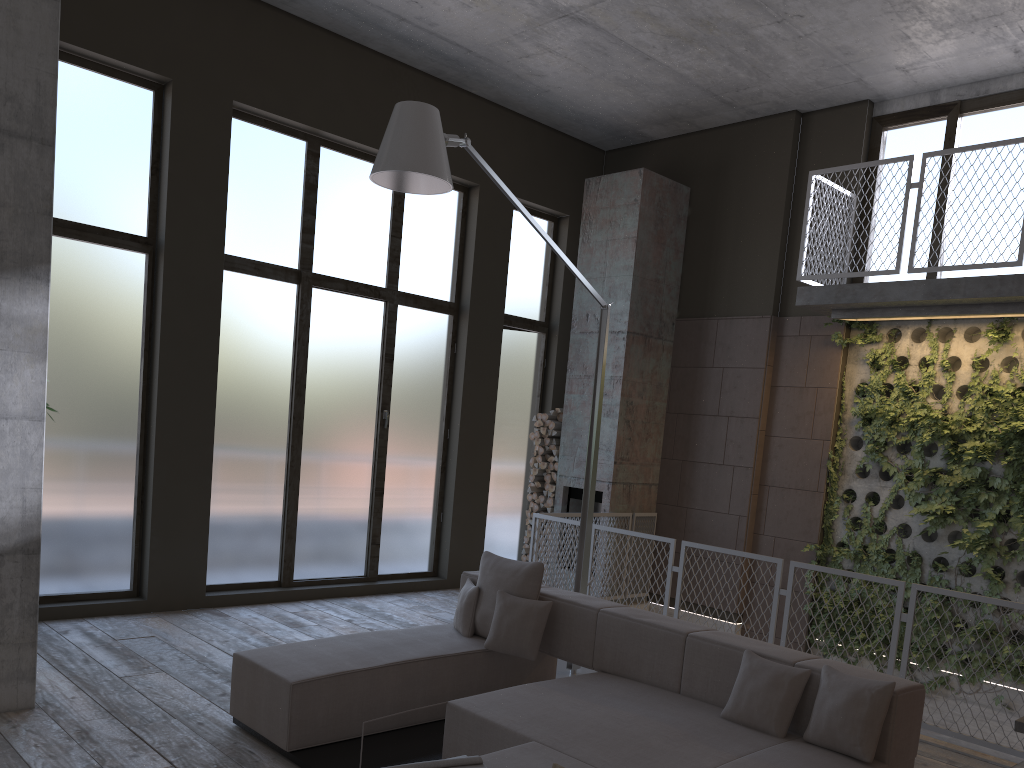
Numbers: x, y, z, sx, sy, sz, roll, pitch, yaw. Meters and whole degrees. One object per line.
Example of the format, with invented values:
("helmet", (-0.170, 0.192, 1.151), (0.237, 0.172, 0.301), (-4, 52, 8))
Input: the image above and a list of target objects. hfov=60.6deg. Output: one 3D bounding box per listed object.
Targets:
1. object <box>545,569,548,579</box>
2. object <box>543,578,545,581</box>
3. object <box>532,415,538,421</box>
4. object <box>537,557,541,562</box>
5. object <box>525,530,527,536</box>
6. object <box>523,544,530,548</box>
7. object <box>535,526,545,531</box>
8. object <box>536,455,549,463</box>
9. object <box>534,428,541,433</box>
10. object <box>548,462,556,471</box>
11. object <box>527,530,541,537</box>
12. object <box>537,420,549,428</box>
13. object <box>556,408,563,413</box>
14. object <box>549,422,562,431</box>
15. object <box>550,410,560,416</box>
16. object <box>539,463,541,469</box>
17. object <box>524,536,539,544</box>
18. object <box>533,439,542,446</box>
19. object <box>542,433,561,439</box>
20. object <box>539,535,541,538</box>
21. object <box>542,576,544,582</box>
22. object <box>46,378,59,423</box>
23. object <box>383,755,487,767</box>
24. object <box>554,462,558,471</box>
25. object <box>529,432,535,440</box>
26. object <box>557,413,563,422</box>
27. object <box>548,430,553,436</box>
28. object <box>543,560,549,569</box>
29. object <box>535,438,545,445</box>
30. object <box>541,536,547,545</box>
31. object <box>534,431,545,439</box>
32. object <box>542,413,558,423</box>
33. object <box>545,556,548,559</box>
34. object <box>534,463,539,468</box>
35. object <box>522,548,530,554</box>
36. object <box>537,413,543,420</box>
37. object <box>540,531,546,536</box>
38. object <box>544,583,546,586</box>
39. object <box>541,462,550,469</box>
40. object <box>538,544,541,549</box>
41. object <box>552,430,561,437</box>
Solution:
("object", (0.522, 2.165, 10.048), (0.365, 0.126, 0.063), (7, 2, -42))
("object", (0.518, 2.232, 10.110), (0.424, 0.073, 0.070), (8, -1, -44))
("object", (0.408, 0.409, 10.145), (0.425, 0.069, 0.067), (8, -1, -44))
("object", (0.429, 2.048, 10.172), (0.090, 0.090, 0.457), (6, -1, 45))
("object", (0.320, 1.747, 10.248), (0.424, 0.068, 0.066), (8, -1, -44))
("object", (0.295, 1.906, 10.314), (0.365, 0.068, 0.121), (8, -2, -44))
("object", (0.441, 1.669, 10.153), (0.437, 0.080, 0.114), (8, -2, -44))
("object", (0.464, 0.876, 10.163), (0.439, 0.094, 0.091), (8, -1, -44))
("object", (0.421, 0.553, 10.155), (0.065, 0.087, 0.427), (8, 0, 44))
("object", (0.601, 0.951, 10.036), (0.457, 0.090, 0.090), (8, -1, -44))
("object", (0.372, 1.738, 10.192), (0.481, 0.084, 0.092), (8, -1, -44))
("object", (0.469, 0.469, 10.067), (0.437, 0.080, 0.112), (8, -2, -44))
("object", (0.635, 0.314, 9.978), (0.334, 0.056, 0.087), (8, -2, -44))
("object", (0.601, 0.487, 9.951), (0.439, 0.094, 0.092), (8, -1, -44))
("object", (0.571, 0.348, 10.008), (0.064, 0.074, 0.361), (7, 0, 45))
("object", (0.478, 0.956, 10.140), (0.424, 0.068, 0.066), (8, -1, -44))
("object", (0.336, 1.820, 10.268), (0.457, 0.090, 0.090), (7, -1, -42))
("object", (0.413, 0.684, 10.145), (0.424, 0.068, 0.066), (8, -1, -44))
("object", (0.534, 0.606, 10.050), (0.437, 0.080, 0.114), (8, -2, -44))
("object", (0.440, 1.763, 10.167), (0.361, 0.075, 0.064), (7, 0, -42))
("object", (0.477, 2.256, 10.180), (0.437, 0.080, 0.114), (8, -2, -44))
("object", (-3.334, 0.472, 5.139), (0.997, 1.882, 0.961), (6, 4, 12))
("object", (-0.638, 1.622, 2.906), (1.603, 0.507, 1.035), (6, -2, -25))
("object", (0.658, 0.945, 9.970), (0.439, 0.093, 0.091), (8, -1, -44))
("object", (0.385, 0.619, 10.168), (0.439, 0.093, 0.090), (8, -1, -44))
("object", (0.652, 0.395, 10.005), (0.295, 0.109, 0.098), (7, 0, -43))
("object", (0.572, 0.566, 9.991), (0.424, 0.067, 0.067), (8, -1, -44))
("object", (0.465, 2.053, 10.005), (0.294, 0.104, 0.100), (7, 0, -45))
("object", (0.464, 0.675, 10.089), (0.481, 0.084, 0.092), (8, -1, -44))
("object", (0.441, 1.796, 10.084), (0.295, 0.108, 0.097), (7, 0, -44))
("object", (0.444, 0.596, 10.100), (0.457, 0.090, 0.090), (8, -1, -44))
("object", (0.475, 0.398, 9.996), (0.293, 0.104, 0.103), (7, 0, -44))
("object", (0.476, 1.978, 9.992), (0.251, 0.048, 0.062), (8, -2, -44))
("object", (0.423, 0.952, 10.198), (0.424, 0.068, 0.066), (8, -1, -44))
("object", (0.291, 1.942, 10.214), (0.424, 0.073, 0.070), (8, -1, -43))
("object", (0.474, 0.398, 10.119), (0.090, 0.091, 0.457), (7, -1, 45))
("object", (0.467, 1.723, 10.102), (0.334, 0.057, 0.088), (8, -2, -43))
("object", (0.536, 2.323, 10.106), (0.439, 0.093, 0.091), (8, -1, -44))
("object", (0.529, 0.948, 10.083), (0.481, 0.084, 0.092), (8, -1, -44))
("object", (0.469, 1.888, 10.201), (0.364, 0.087, 0.100), (7, -1, -43))
("object", (0.627, 0.568, 9.934), (0.424, 0.068, 0.065), (8, -1, -44))
